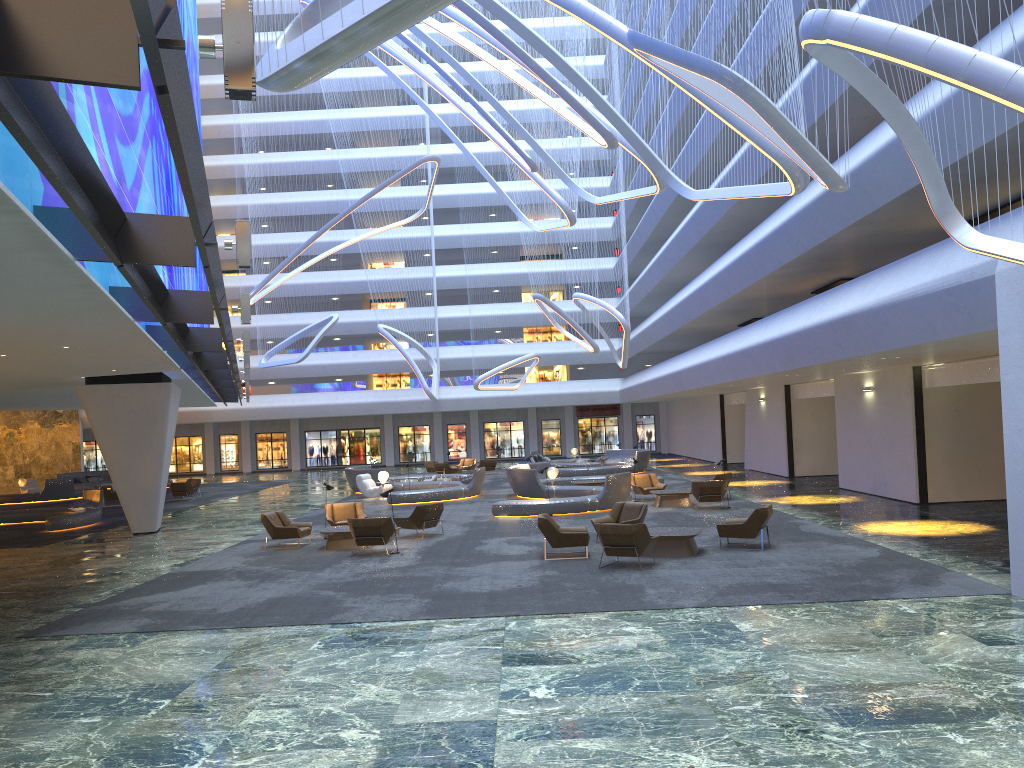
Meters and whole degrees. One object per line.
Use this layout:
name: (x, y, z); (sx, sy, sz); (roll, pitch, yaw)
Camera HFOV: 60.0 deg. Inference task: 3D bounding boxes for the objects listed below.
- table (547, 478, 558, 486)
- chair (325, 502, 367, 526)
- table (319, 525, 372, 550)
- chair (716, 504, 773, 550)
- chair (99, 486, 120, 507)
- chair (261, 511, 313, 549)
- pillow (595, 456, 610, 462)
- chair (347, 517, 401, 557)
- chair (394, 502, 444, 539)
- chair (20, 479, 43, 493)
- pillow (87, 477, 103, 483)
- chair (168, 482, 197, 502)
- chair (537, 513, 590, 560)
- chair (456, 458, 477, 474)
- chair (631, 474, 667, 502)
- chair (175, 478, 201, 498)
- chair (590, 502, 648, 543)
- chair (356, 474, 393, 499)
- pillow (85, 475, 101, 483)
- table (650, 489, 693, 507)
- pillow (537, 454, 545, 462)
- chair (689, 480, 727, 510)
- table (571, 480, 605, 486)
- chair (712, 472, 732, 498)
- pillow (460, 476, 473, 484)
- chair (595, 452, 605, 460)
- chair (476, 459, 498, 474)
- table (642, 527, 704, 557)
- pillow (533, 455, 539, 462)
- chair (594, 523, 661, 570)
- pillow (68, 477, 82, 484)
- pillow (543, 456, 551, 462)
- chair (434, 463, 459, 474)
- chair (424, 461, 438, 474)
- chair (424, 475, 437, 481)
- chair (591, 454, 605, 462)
table: (1.314, 3.387, 28.850); (0.418, 0.595, 0.428); (-3, -1, 0)
chair: (-3.911, 3.207, 20.848); (0.929, 0.766, 0.940); (-2, -2, -16)
table: (-3.476, 3.285, 18.996); (1.203, 0.392, 1.204); (-3, -2, 1)
chair: (4.296, 2.624, 16.319); (0.939, 0.766, 0.929); (-3, -2, 25)
chair: (-15.550, 4.357, 34.526); (0.938, 0.766, 0.930); (-2, -2, -28)
chair: (-4.950, 3.195, 19.481); (0.939, 0.766, 0.930); (-3, -2, 9)
pillow: (4.351, 3.620, 42.683); (0.692, 0.262, 0.878); (-1, -3, -37)
chair: (-2.760, 3.014, 17.701); (0.929, 0.766, 0.939); (-3, -2, 7)
chair: (-2.079, 3.091, 20.145); (0.939, 0.766, 0.929); (-4, -2, 34)
chair: (-22.710, 4.960, 41.906); (1.158, 0.881, 0.728); (-4, -2, 45)
pillow: (-21.824, 4.997, 46.298); (0.692, 0.262, 0.878); (-2, -2, -9)
chair: (-13.160, 4.283, 35.370); (0.929, 0.766, 0.939); (-3, -2, -1)
chair: (0.950, 2.776, 16.222); (0.939, 0.766, 0.930); (-3, -2, 3)
chair: (-2.296, 4.227, 45.451); (0.930, 0.766, 0.939); (-3, -2, 19)
chair: (4.012, 3.085, 26.381); (0.929, 0.766, 0.940); (-2, -2, -16)
chair: (-13.634, 4.390, 37.276); (0.930, 0.766, 0.938); (-4, -2, 39)
chair: (2.197, 2.785, 17.739); (0.938, 0.766, 0.930); (-1, -2, -38)
chair: (-4.997, 3.706, 32.205); (1.158, 0.881, 0.729); (-3, -2, 20)
pillow: (-21.936, 4.966, 46.462); (0.317, 0.366, 0.774); (-4, -2, 42)
table: (4.447, 3.163, 24.529); (1.203, 0.392, 1.204); (-3, -2, 0)
pillow: (1.512, 3.830, 46.005); (0.315, 0.386, 0.785); (-3, -2, 16)
chair: (5.162, 2.892, 23.234); (0.929, 0.766, 0.939); (-3, -2, 7)
table: (2.607, 3.487, 29.876); (1.203, 0.392, 1.204); (-3, -2, 1)
chair: (5.844, 2.969, 25.678); (0.939, 0.766, 0.929); (-4, -2, 34)
pillow: (-1.388, 3.366, 31.001); (0.692, 0.262, 0.878); (-3, -2, 9)
chair: (4.975, 3.929, 46.345); (0.938, 0.766, 0.930); (-1, -2, -40)
chair: (-1.204, 4.104, 43.819); (0.929, 0.766, 0.940); (-2, -2, -21)
table: (2.847, 2.860, 16.039); (1.204, 0.392, 1.203); (-3, -2, 19)
pillow: (1.305, 3.863, 45.972); (0.295, 0.368, 0.769); (-3, -2, 13)
chair: (1.915, 2.667, 14.802); (0.930, 0.766, 0.938); (-4, -2, 27)
pillow: (-22.458, 4.947, 45.568); (0.315, 0.386, 0.785); (-3, -2, 17)
pillow: (1.726, 3.925, 46.293); (0.875, 0.280, 0.684); (-4, -3, 38)
chair: (-3.167, 4.124, 42.214); (0.930, 0.766, 0.938); (-4, -2, 42)
chair: (-3.933, 4.280, 44.932); (0.940, 0.766, 0.929); (-4, -2, 44)
chair: (-3.820, 4.020, 36.234); (1.784, 0.501, 0.586); (-1, -2, -35)
chair: (4.527, 3.847, 44.034); (0.939, 0.766, 0.929); (-4, -2, 34)
